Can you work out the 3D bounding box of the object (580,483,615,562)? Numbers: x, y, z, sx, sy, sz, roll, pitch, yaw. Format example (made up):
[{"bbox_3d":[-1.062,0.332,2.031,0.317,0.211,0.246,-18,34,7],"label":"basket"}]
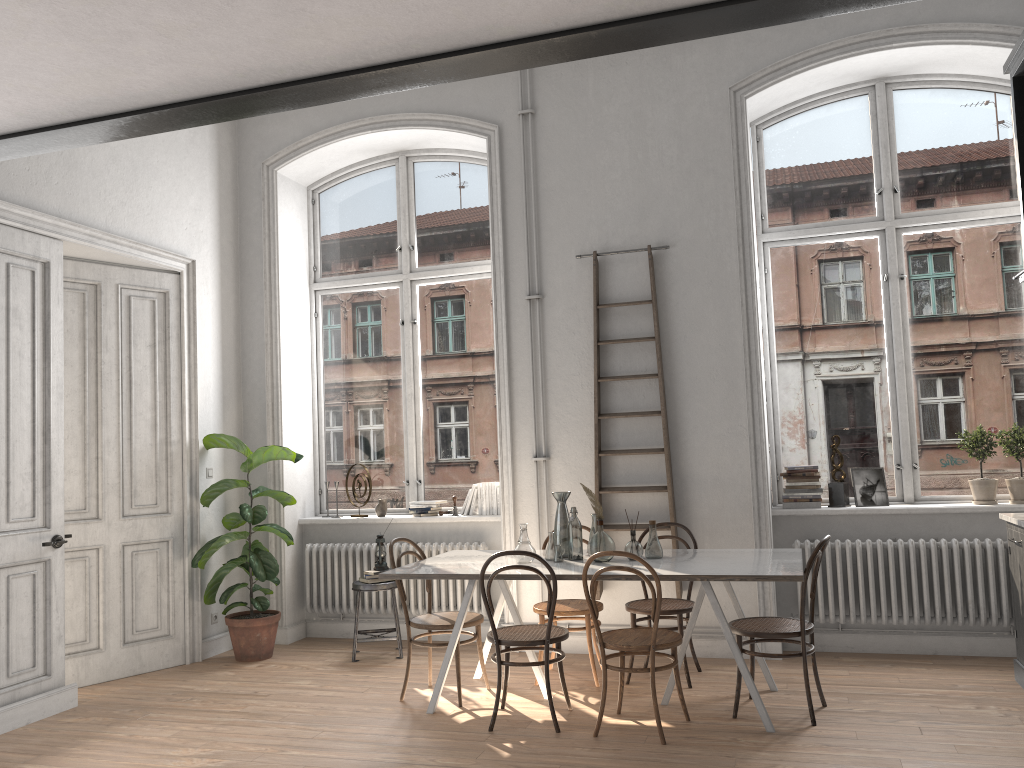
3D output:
[{"bbox_3d":[0.495,0.772,4.978,0.157,0.446,0.157,-5,-5,35],"label":"object"}]

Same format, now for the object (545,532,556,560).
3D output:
[{"bbox_3d":[0.231,0.940,5.145,0.083,0.158,0.083,-3,-4,13],"label":"object"}]

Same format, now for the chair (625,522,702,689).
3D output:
[{"bbox_3d":[0.933,1.338,5.470,0.438,0.920,0.549,-4,-4,24],"label":"chair"}]

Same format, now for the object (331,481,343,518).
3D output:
[{"bbox_3d":[-1.408,0.929,7.136,0.095,0.288,0.095,-6,-5,40],"label":"object"}]

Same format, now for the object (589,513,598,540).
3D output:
[{"bbox_3d":[0.492,0.881,5.142,0.098,0.255,0.100,-2,-4,-6],"label":"object"}]

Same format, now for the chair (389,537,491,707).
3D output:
[{"bbox_3d":[-0.436,1.376,5.264,0.549,0.920,0.438,-4,-4,26],"label":"chair"}]

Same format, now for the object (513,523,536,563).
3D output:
[{"bbox_3d":[0.069,0.909,5.065,0.132,0.219,0.132,-3,-4,7],"label":"object"}]

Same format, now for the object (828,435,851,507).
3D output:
[{"bbox_3d":[2.216,0.591,6.040,0.122,0.488,0.102,-6,-5,42],"label":"object"}]

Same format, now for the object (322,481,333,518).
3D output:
[{"bbox_3d":[-1.503,0.940,7.226,0.095,0.288,0.095,1,-5,-41],"label":"object"}]

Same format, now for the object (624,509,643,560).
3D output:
[{"bbox_3d":[0.683,0.848,4.997,0.107,0.283,0.107,-3,-4,12],"label":"object"}]

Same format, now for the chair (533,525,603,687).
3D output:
[{"bbox_3d":[0.363,1.368,5.567,0.438,0.920,0.549,-3,-4,16],"label":"chair"}]

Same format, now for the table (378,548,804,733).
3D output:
[{"bbox_3d":[0.503,1.387,4.988,2.200,0.779,1.101,-4,-4,17],"label":"table"}]

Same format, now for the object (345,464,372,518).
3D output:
[{"bbox_3d":[-1.224,0.851,7.103,0.087,0.425,0.348,1,-5,-40],"label":"object"}]

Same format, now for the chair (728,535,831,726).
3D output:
[{"bbox_3d":[1.412,1.256,4.658,0.549,0.920,0.438,-5,-5,30],"label":"chair"}]

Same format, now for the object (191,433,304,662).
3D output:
[{"bbox_3d":[0.436,0.895,5.487,5.828,1.841,0.792,-4,-4,23],"label":"object"}]

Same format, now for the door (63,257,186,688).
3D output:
[{"bbox_3d":[-2.711,0.571,6.012,0.216,2.812,1.097,-6,-5,42],"label":"door"}]

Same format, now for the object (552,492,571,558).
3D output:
[{"bbox_3d":[0.300,0.832,5.248,0.116,0.382,0.116,-4,-5,29],"label":"object"}]

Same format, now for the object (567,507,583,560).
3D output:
[{"bbox_3d":[0.361,0.860,5.109,0.086,0.301,0.086,-2,-4,3],"label":"object"}]

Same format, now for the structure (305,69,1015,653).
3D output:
[{"bbox_3d":[0.754,-0.372,6.312,5.182,4.471,0.340,-4,-4,18],"label":"structure"}]

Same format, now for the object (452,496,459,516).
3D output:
[{"bbox_3d":[-0.438,0.934,6.806,0.048,0.153,0.088,-1,-4,-12],"label":"object"}]

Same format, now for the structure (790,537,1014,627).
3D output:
[{"bbox_3d":[2.601,1.269,5.709,1.577,0.552,0.194,-4,-4,17],"label":"structure"}]

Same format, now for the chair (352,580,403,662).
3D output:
[{"bbox_3d":[-0.972,1.681,6.374,0.364,0.522,0.360,-2,-4,-9],"label":"chair"}]

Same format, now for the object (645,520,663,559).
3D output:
[{"bbox_3d":[0.802,0.881,5.036,0.101,0.211,0.101,0,-5,-33],"label":"object"}]

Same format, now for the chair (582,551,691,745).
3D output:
[{"bbox_3d":[0.618,1.273,4.465,0.438,0.920,0.549,-4,-5,28],"label":"chair"}]

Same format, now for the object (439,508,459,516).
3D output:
[{"bbox_3d":[-0.500,0.994,6.881,0.153,0.048,0.088,1,-5,-33],"label":"object"}]

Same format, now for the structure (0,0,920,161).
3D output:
[{"bbox_3d":[-1.179,-1.553,0.657,5.928,1.212,4.160,-4,-5,17],"label":"structure"}]

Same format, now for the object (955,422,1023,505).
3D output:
[{"bbox_3d":[3.154,0.514,5.748,0.500,0.523,0.234,-3,-4,7],"label":"object"}]

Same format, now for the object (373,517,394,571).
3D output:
[{"bbox_3d":[-0.934,1.158,6.461,0.163,0.383,0.154,-2,-4,-9],"label":"object"}]

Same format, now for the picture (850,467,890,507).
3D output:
[{"bbox_3d":[2.412,0.701,6.015,0.221,0.264,0.149,-2,-4,1],"label":"picture"}]

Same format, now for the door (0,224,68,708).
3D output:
[{"bbox_3d":[-2.904,0.489,4.856,0.216,2.812,1.097,-4,-4,19],"label":"door"}]

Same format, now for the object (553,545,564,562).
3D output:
[{"bbox_3d":[0.262,0.962,5.035,0.058,0.094,0.058,2,-6,-44],"label":"object"}]

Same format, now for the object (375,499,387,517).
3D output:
[{"bbox_3d":[-1.036,0.979,7.032,0.100,0.142,0.102,-2,-4,-8],"label":"object"}]

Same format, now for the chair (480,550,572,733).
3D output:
[{"bbox_3d":[0.072,1.311,4.675,0.438,0.920,0.549,-3,-4,13],"label":"chair"}]
